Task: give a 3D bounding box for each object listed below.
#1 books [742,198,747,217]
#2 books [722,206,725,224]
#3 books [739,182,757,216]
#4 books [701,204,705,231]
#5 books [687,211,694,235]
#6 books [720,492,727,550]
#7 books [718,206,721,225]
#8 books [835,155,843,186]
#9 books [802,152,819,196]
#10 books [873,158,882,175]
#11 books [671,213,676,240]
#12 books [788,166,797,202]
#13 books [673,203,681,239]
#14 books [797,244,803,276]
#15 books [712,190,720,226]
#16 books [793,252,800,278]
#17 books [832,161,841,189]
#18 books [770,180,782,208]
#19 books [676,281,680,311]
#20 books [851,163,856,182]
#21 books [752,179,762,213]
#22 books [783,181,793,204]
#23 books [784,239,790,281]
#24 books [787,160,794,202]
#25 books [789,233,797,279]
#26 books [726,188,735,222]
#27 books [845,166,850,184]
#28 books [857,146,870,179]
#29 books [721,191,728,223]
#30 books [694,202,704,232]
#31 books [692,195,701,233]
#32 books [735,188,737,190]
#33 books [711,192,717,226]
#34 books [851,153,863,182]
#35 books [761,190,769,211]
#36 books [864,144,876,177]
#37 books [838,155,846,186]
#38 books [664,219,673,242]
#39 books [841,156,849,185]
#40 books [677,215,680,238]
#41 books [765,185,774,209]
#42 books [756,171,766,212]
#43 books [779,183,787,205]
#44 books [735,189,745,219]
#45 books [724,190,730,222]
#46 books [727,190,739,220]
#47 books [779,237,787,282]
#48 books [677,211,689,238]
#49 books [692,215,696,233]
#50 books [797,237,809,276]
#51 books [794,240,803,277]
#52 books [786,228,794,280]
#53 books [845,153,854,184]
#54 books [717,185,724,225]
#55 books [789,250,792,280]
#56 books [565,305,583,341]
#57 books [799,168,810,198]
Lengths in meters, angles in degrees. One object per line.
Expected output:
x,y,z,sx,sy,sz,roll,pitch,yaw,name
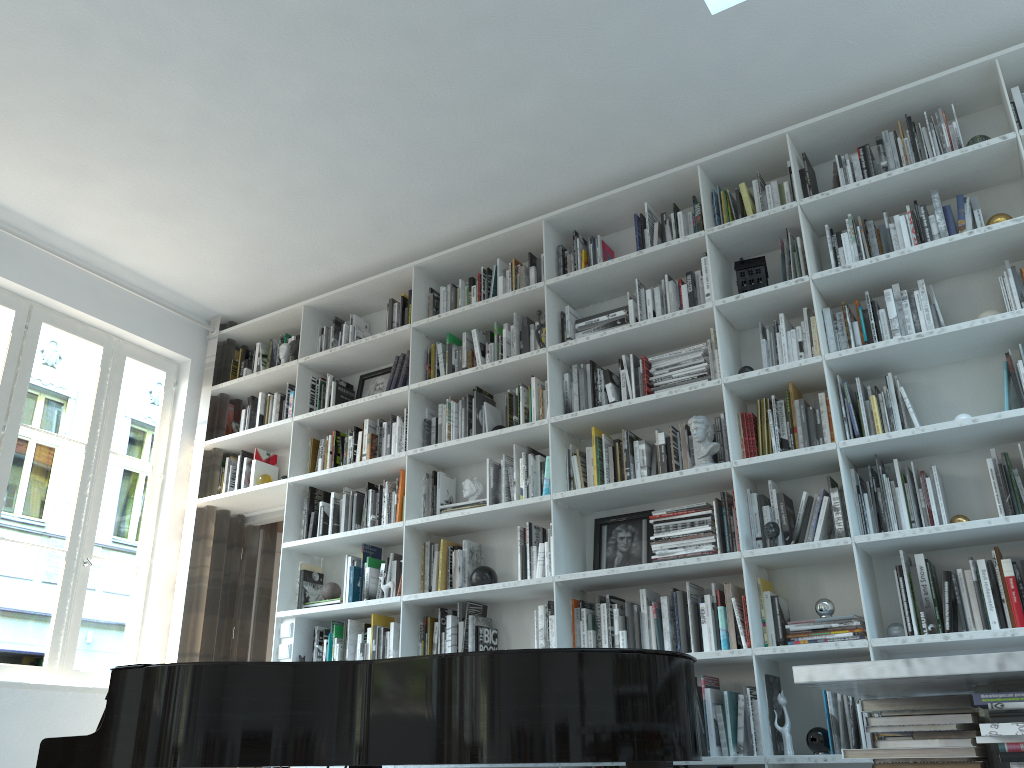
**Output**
1.119,-0.776,4.180,0.007,0.263,0.133,-14,-26,29,books
1.036,-0.730,4.195,0.015,0.192,0.160,-14,-26,29,books
1.128,-0.789,4.138,0.054,0.253,0.191,-14,-26,29,books
0.953,-0.728,4.260,0.014,0.243,0.145,-14,-26,29,books
0.895,-0.704,4.301,0.026,0.232,0.137,-14,-26,29,books
0.923,0.614,3.746,0.011,0.297,0.130,-14,-26,29,books
1.022,-0.726,4.217,0.016,0.203,0.143,-14,-26,29,books
1.479,-0.872,3.942,0.009,0.243,0.173,-14,-26,29,books
1.364,-0.875,4.007,0.019,0.303,0.176,-14,-26,29,books
1.625,-0.872,3.879,0.031,0.190,0.133,-14,-26,29,books
0.824,-0.697,4.318,0.023,0.235,0.154,-14,-26,29,books
1.311,-0.838,4.028,0.029,0.252,0.187,-14,-26,29,books
0.830,-0.721,4.305,0.010,0.269,0.180,-14,-26,29,books
1.307,-0.499,3.939,0.013,0.287,0.132,-14,-26,29,books
1.000,-0.765,4.219,0.008,0.277,0.171,-14,-26,29,books
1.283,-0.465,3.919,0.013,0.210,0.140,-14,-26,29,books
1.453,-0.850,3.942,0.046,0.205,0.184,-14,-26,29,books
1.237,-0.799,4.065,0.031,0.212,0.170,-14,-26,29,books
0.820,-0.352,4.198,0.011,0.238,0.140,-14,-26,29,books
1.537,-0.858,3.927,0.009,0.205,0.146,-14,-26,29,books
1.174,-0.800,4.137,0.030,0.273,0.152,-14,-26,29,books
1.287,-0.797,4.047,0.022,0.193,0.182,-14,-26,29,books
1.245,-0.489,3.938,0.022,0.270,0.182,-14,-26,29,books
1.310,-0.858,4.078,0.012,0.328,0.129,-14,-26,29,books
1.261,-0.504,3.925,0.021,0.287,0.179,-14,-26,29,books
1.056,-0.774,4.200,0.007,0.278,0.150,-14,-26,29,books
1.511,-0.849,3.921,0.009,0.182,0.160,-14,-26,29,books
1.571,-0.897,3.901,0.030,0.254,0.161,-14,-26,29,books
1.032,-0.762,4.178,0.007,0.238,0.192,-14,-26,29,books
0.930,-0.727,4.262,0.028,0.243,0.161,-14,-26,29,books
0.917,-0.750,4.290,0.012,0.307,0.138,-14,-26,29,books
1.091,-0.776,4.176,0.008,0.261,0.142,-14,-26,29,books
1.001,-0.760,4.240,0.012,0.284,0.160,-14,-26,29,books
1.546,-0.877,3.910,0.028,0.225,0.164,-14,-26,29,books
1.195,-0.772,4.086,0.022,0.179,0.173,-14,-26,29,books
1.594,-0.902,3.890,0.021,0.255,0.169,-14,-26,29,books
1.492,-0.871,3.944,0.011,0.243,0.173,-14,-26,29,books
0.798,-0.677,4.321,0.033,0.202,0.167,-14,-26,29,books
1.507,-0.876,3.948,0.012,0.254,0.134,-14,-26,29,books
0.845,-0.696,4.297,0.012,0.216,0.180,-14,-26,29,books
1.215,-0.786,4.080,0.024,0.201,0.180,-14,-26,29,books
1.182,-0.821,4.119,0.010,0.296,0.168,-14,-26,29,books
1.271,-0.794,4.066,0.025,0.202,0.162,-14,-26,29,books
1.091,-0.771,4.151,0.015,0.232,0.171,-14,-26,29,books
1.045,-0.768,4.191,0.006,0.258,0.166,-14,-26,29,books
1.069,-0.773,4.180,0.034,0.260,0.158,-14,-26,29,books
1.224,-0.490,3.935,0.021,0.271,0.191,-14,-26,29,books
0.851,-0.699,4.273,0.023,0.201,0.193,-14,-26,29,books
0.910,-0.697,4.281,0.014,0.203,0.135,-14,-26,29,books
1.297,-0.497,3.892,0.013,0.247,0.187,-14,-26,29,books
1.285,-0.491,3.915,0.005,0.254,0.159,-14,-26,29,books
1.259,-0.517,3.959,0.025,0.338,0.143,-14,-26,29,books
1.513,-0.876,3.915,0.013,0.228,0.174,-14,-26,29,books
1.022,-0.778,4.215,0.007,0.297,0.181,-14,-26,29,books
1.264,-0.462,3.933,0.024,0.216,0.169,-14,-26,29,books
0.327,-0.244,4.447,0.021,0.248,0.192,-14,-26,29,books
1.351,-0.833,4.010,0.033,0.228,0.176,-14,-26,29,books
